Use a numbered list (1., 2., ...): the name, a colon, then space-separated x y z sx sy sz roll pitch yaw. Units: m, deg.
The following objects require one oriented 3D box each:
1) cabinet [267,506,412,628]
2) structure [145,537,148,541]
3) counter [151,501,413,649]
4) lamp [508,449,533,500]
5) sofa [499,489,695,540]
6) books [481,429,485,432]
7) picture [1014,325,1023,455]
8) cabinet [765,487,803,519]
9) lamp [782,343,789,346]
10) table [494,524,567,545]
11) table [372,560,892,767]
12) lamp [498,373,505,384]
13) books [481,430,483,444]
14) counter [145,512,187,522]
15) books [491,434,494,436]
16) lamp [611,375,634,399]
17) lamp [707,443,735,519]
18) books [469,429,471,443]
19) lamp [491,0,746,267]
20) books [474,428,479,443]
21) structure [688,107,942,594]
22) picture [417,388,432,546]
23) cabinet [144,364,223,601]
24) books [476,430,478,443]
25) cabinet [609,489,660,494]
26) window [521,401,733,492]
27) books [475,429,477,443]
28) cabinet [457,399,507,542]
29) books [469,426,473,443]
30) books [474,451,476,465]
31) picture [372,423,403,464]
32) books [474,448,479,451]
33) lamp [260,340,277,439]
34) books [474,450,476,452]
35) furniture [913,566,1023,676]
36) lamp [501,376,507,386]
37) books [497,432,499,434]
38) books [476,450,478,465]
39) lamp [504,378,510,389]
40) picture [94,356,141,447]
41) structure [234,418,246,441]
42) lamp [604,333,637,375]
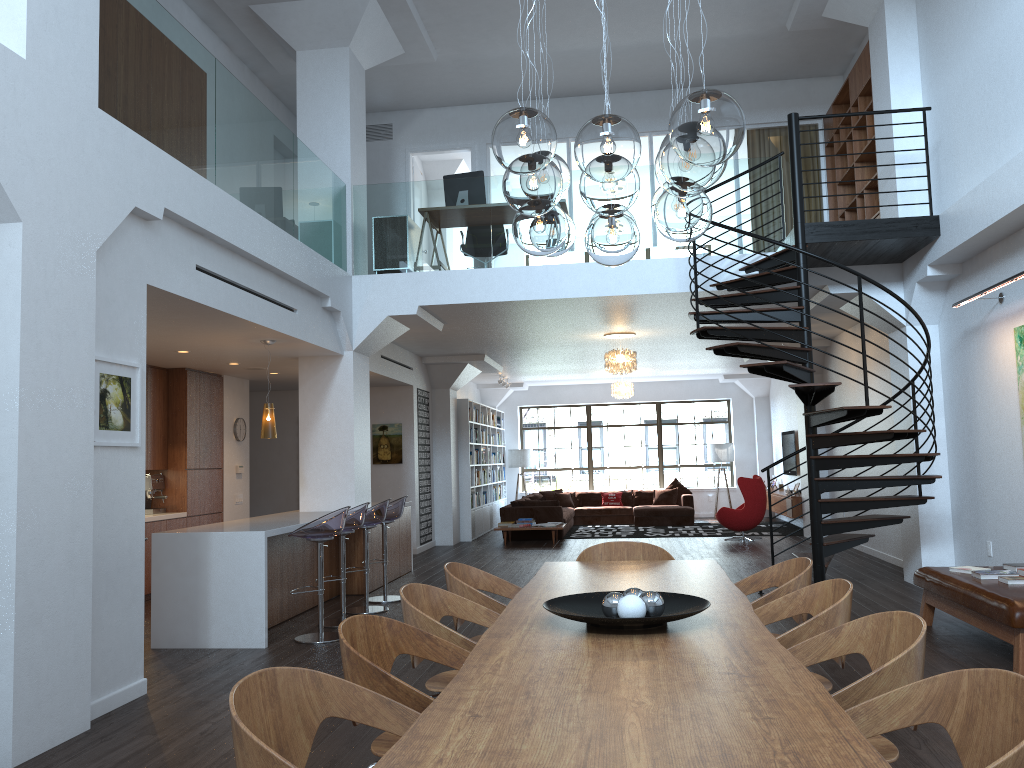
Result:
1. cabinet: -1.991 1.759 8.927 0.898 0.796 4.493 -2 -5 7
2. structure: -4.086 1.796 8.721 0.662 0.919 0.811 -2 -5 7
3. counter: -1.293 1.568 7.209 3.039 0.860 8.182 0 -5 -22
4. lamp: 0.206 2.229 19.492 0.545 1.579 0.545 -1 -5 -4
5. sofa: 1.770 2.412 16.810 3.481 0.664 4.197 -2 -5 7
6. books: -0.603 1.009 16.955 0.176 0.290 0.053 -2 -5 7
7. picture: 3.897 0.113 6.382 0.010 1.200 1.095 -2 -5 7
8. cabinet: 5.030 2.175 16.516 0.459 0.350 4.501 -2 -5 7
9. lamp: 3.749 -0.617 12.171 0.111 0.211 0.120 -6 -7 41
10. table: 0.314 2.444 14.429 1.100 0.271 0.853 -2 -5 7
11. table: 0.418 1.220 3.119 1.012 0.750 3.803 -2 -5 7
12. lamp: -0.222 -0.098 16.862 0.111 0.211 0.120 -6 -7 41
13. books: -0.637 1.001 16.630 0.182 0.253 0.034 -2 -5 7
14. counter: -4.242 1.300 7.861 0.600 0.050 4.387 -2 -5 7
15. books: -0.435 1.146 18.242 0.140 0.231 0.042 -2 -5 7
16. lamp: 2.113 0.019 16.985 0.442 0.539 0.441 3 -6 -40
17. lamp: 4.469 2.053 18.849 0.545 1.579 0.545 -3 -5 18
18. books: -0.797 0.904 15.350 0.172 0.235 0.112 -2 -5 7
19. lamp: 0.374 -1.592 3.679 0.849 2.140 1.787 -2 -5 6
20. books: -0.713 0.954 16.244 0.198 0.284 0.049 -2 -5 7
21. structure: 2.579 -0.247 7.758 1.998 4.352 1.998 1 -6 -32
22. picture: -1.356 1.278 13.830 0.021 2.380 0.800 -2 -5 7
23. cabinet: -4.195 0.925 8.349 0.598 2.499 5.299 -2 -5 7
24. books: -0.708 0.966 16.127 0.174 0.240 0.054 -2 -5 7
25. cabinet: 2.497 2.621 19.229 1.520 0.625 0.350 -2 -5 7
26. window: 2.529 1.408 19.876 4.648 1.905 0.114 -2 -5 7
27. books: -0.733 0.951 16.018 0.183 0.253 0.042 -2 -5 7
28. cabinet: -0.653 1.644 17.295 0.461 2.414 4.500 -2 -5 7
29. books: -0.773 0.890 15.511 0.176 0.290 0.053 -2 -5 7
30. books: -0.737 1.314 15.753 0.174 0.239 0.045 -2 -5 7
31. picture: -1.866 0.897 13.270 0.450 0.600 0.030 -2 -5 7
32. books: -0.680 1.329 16.236 0.176 0.294 0.102 -2 -5 7
33. lamp: -1.274 -0.348 9.124 2.842 1.807 0.149 3 -7 -43
34. books: -0.731 1.326 15.968 0.182 0.253 0.034 -2 -5 7
35. furniture: 3.427 1.525 5.893 0.907 0.453 1.819 -2 -5 7
36. lamp: -0.157 -0.057 17.362 0.120 0.211 0.111 2 -6 -33
37. books: -0.360 1.166 18.830 0.176 0.290 0.036 -2 -5 7
38. books: -0.704 1.328 15.999 0.182 0.253 0.034 -2 -5 7
39. lamp: -0.090 -0.014 17.874 0.120 0.211 0.111 0 -5 -19
40. picture: -2.296 0.110 5.148 0.018 0.500 0.500 -2 -5 7
41. structure: -3.495 0.586 11.399 0.040 0.300 0.300 -2 -5 7
42. lamp: 1.465 -0.397 11.983 0.442 0.539 0.441 3 -6 -40
